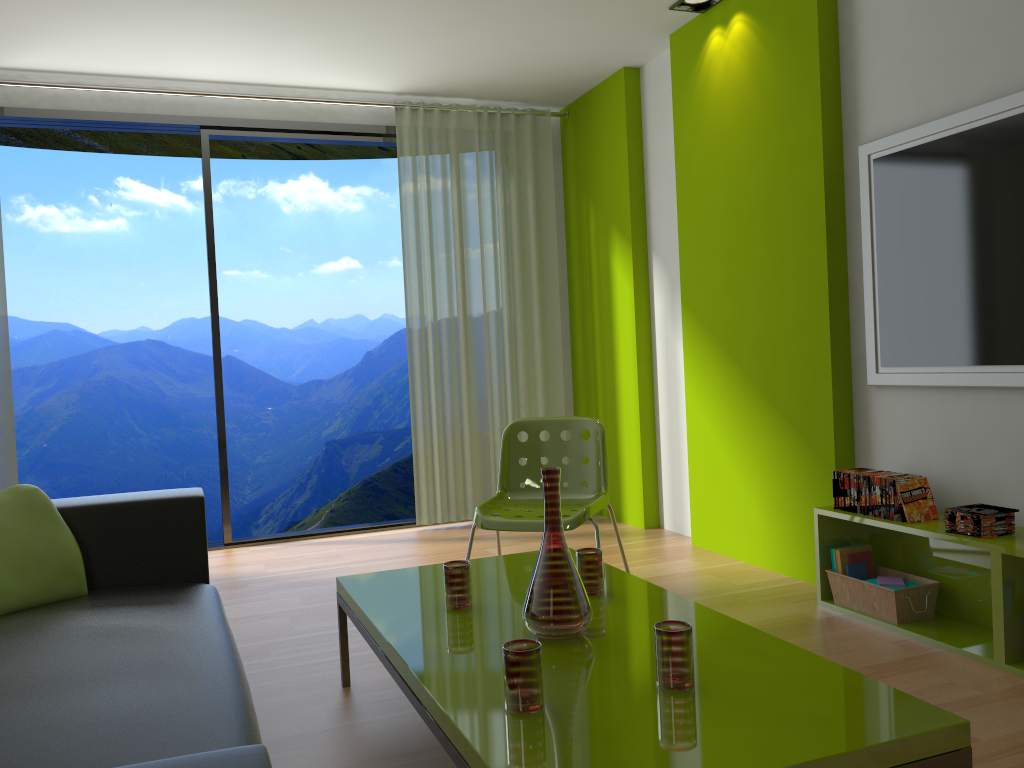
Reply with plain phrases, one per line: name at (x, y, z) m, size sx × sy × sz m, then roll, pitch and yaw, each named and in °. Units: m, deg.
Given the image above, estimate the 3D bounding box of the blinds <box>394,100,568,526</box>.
blinds at (-0.175, -0.446, 5.542) m, size 1.012 × 2.568 × 0.067 m, roll -3°, pitch 2°, yaw -21°

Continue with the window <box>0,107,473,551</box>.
window at (-1.531, -0.290, 5.267) m, size 3.336 × 2.498 × 0.219 m, roll -3°, pitch 2°, yaw -21°

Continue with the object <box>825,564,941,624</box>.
object at (1.363, 0.771, 3.270) m, size 0.213 × 0.129 × 0.367 m, roll -3°, pitch 2°, yaw -21°

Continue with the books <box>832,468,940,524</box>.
books at (1.361, 0.404, 3.243) m, size 0.147 × 0.150 × 0.370 m, roll -3°, pitch 2°, yaw -21°

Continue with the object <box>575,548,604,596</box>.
object at (0.218, 0.526, 2.482) m, size 0.076 × 0.122 × 0.075 m, roll -2°, pitch 2°, yaw 14°

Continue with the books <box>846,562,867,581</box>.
books at (1.307, 0.754, 3.352) m, size 0.086 × 0.148 × 0.025 m, roll -3°, pitch 2°, yaw -21°

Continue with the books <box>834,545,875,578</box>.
books at (1.316, 0.725, 3.394) m, size 0.158 × 0.202 × 0.051 m, roll -3°, pitch 2°, yaw -21°

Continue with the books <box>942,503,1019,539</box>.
books at (1.508, 0.441, 2.862) m, size 0.164 × 0.078 × 0.172 m, roll -3°, pitch 2°, yaw -22°

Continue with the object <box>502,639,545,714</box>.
object at (0.022, 0.557, 1.688) m, size 0.076 × 0.122 × 0.075 m, roll -2°, pitch 2°, yaw 14°

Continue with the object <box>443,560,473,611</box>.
object at (-0.146, 0.546, 2.402) m, size 0.076 × 0.122 × 0.075 m, roll -2°, pitch 2°, yaw 14°

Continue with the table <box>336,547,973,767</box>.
table at (0.125, 0.771, 2.179) m, size 0.810 × 0.349 × 1.682 m, roll -3°, pitch 2°, yaw -21°

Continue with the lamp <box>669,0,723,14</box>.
lamp at (0.890, -1.838, 4.061) m, size 0.192 × 0.131 × 0.352 m, roll -3°, pitch 2°, yaw -21°

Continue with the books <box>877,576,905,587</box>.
books at (1.378, 0.718, 3.225) m, size 0.087 × 0.008 × 0.110 m, roll -2°, pitch 2°, yaw 19°

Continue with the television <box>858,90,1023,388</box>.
television at (1.658, -0.457, 2.762) m, size 0.028 × 0.941 × 1.537 m, roll -3°, pitch 2°, yaw -21°

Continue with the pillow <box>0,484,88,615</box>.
pillow at (-1.466, 0.486, 2.521) m, size 0.269 × 0.362 × 0.399 m, roll -2°, pitch 2°, yaw 28°

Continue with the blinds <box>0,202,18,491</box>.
blinds at (-3.087, -0.275, 4.435) m, size 1.012 × 2.568 × 0.067 m, roll -3°, pitch 2°, yaw -21°

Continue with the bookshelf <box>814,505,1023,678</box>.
bookshelf at (1.612, 0.667, 2.736) m, size 0.306 × 0.378 × 1.630 m, roll -3°, pitch 2°, yaw -21°

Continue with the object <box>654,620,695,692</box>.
object at (0.322, 0.541, 1.762) m, size 0.075 × 0.122 × 0.076 m, roll -2°, pitch 2°, yaw 35°

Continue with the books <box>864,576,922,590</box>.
books at (1.388, 0.735, 3.209) m, size 0.143 × 0.025 × 0.182 m, roll -3°, pitch 2°, yaw -21°

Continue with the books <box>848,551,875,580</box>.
books at (1.335, 0.735, 3.377) m, size 0.105 × 0.182 × 0.031 m, roll -3°, pitch 2°, yaw -21°

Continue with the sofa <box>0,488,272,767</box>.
sofa at (-1.058, 0.698, 1.746) m, size 1.061 × 0.639 × 2.583 m, roll -3°, pitch 2°, yaw -21°

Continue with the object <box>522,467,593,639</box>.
object at (0.101, 0.401, 2.120) m, size 0.168 × 0.400 × 0.168 m, roll -4°, pitch 2°, yaw -35°

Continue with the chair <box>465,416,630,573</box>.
chair at (0.129, 0.529, 3.551) m, size 0.640 × 0.759 × 0.546 m, roll -2°, pitch 2°, yaw 18°

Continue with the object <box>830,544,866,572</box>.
object at (1.308, 0.726, 3.417) m, size 0.158 × 0.200 × 0.040 m, roll -3°, pitch 2°, yaw -21°
